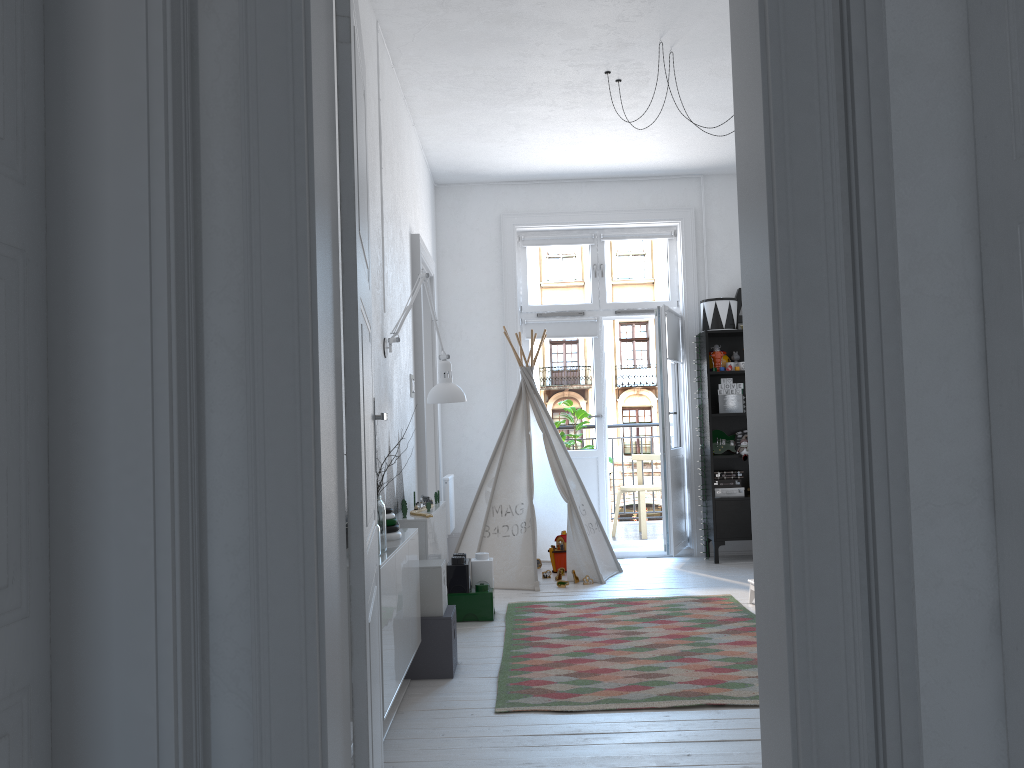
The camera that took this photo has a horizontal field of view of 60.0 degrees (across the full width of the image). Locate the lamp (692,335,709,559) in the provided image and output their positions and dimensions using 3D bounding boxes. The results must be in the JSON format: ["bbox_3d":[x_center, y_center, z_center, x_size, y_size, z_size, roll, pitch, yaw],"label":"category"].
[{"bbox_3d":[1.857,0.444,6.608,0.985,1.683,0.095,-2,-2,-2],"label":"lamp"}]

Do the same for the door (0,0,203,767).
[{"bbox_3d":[-0.659,0.005,0.986,0.261,2.176,0.981,-2,-2,0],"label":"door"}]

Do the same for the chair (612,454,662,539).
[{"bbox_3d":[1.168,0.988,7.914,0.498,0.715,0.436,1,-4,-45],"label":"chair"}]

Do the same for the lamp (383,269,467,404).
[{"bbox_3d":[-0.465,-0.232,4.298,0.200,0.655,0.651,-3,-3,34],"label":"lamp"}]

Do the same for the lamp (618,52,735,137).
[{"bbox_3d":[0.934,-0.962,4.282,0.074,1.529,1.382,-1,-3,-25],"label":"lamp"}]

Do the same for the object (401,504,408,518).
[{"bbox_3d":[-0.487,0.576,4.023,0.029,0.063,0.007,0,-3,-37],"label":"object"}]

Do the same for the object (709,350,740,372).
[{"bbox_3d":[1.547,-0.182,6.573,0.197,0.197,0.318,-2,-3,-3],"label":"object"}]

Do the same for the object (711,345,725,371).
[{"bbox_3d":[1.513,-0.189,6.503,0.105,0.203,0.072,-2,-2,8],"label":"object"}]

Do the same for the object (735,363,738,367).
[{"bbox_3d":[1.656,-0.123,6.543,0.067,0.067,0.067,-1,-3,-25],"label":"object"}]

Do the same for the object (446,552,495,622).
[{"bbox_3d":[-0.222,1.094,4.813,0.246,0.331,0.247,-2,-3,0],"label":"object"}]

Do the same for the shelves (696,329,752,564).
[{"bbox_3d":[1.882,0.443,6.544,0.911,1.677,0.353,-2,-2,0],"label":"shelves"}]

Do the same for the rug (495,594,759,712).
[{"bbox_3d":[0.609,1.199,4.163,1.320,0.016,2.029,-2,-3,1],"label":"rug"}]

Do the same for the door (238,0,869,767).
[{"bbox_3d":[0.054,0.032,1.993,1.022,2.176,1.041,-2,-2,0],"label":"door"}]

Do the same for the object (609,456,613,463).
[{"bbox_3d":[0.561,0.753,7.956,0.720,1.224,0.489,-2,-2,11],"label":"object"}]

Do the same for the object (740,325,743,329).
[{"bbox_3d":[1.767,-0.443,6.537,0.121,0.100,0.338,-4,-3,35],"label":"object"}]

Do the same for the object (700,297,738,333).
[{"bbox_3d":[1.572,-0.510,6.650,0.272,0.259,0.395,-3,-3,29],"label":"object"}]

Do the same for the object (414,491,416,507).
[{"bbox_3d":[-0.503,0.595,4.578,0.009,0.080,0.037,-2,-2,-6],"label":"object"}]

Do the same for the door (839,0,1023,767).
[{"bbox_3d":[0.717,-0.034,1.097,0.261,2.176,0.981,-2,-2,0],"label":"door"}]

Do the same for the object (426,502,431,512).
[{"bbox_3d":[-0.404,0.595,4.296,0.006,0.046,0.037,-3,-3,27],"label":"object"}]

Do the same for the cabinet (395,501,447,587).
[{"bbox_3d":[-0.456,0.854,4.419,0.183,0.454,0.970,-2,-3,0],"label":"cabinet"}]

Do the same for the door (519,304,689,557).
[{"bbox_3d":[0.706,0.349,6.669,1.264,1.838,0.637,-2,-2,2],"label":"door"}]

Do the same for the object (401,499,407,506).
[{"bbox_3d":[-0.525,0.591,4.316,0.029,0.063,0.007,0,-3,-37],"label":"object"}]

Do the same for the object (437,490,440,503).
[{"bbox_3d":[-0.399,0.611,4.815,0.009,0.066,0.054,-1,-3,-9],"label":"object"}]

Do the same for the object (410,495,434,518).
[{"bbox_3d":[-0.450,0.604,4.448,0.111,0.047,0.902,-2,-3,-5],"label":"object"}]

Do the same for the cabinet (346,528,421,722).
[{"bbox_3d":[-0.468,0.788,3.095,0.183,0.454,0.970,-2,-3,0],"label":"cabinet"}]

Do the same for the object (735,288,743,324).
[{"bbox_3d":[1.763,-0.555,6.725,0.343,0.344,0.057,-2,-2,0],"label":"object"}]

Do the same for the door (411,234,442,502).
[{"bbox_3d":[-0.692,0.248,5.851,0.505,2.176,1.466,-1,-3,-15],"label":"door"}]

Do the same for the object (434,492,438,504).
[{"bbox_3d":[-0.406,0.609,4.747,0.007,0.063,0.029,-3,-3,28],"label":"object"}]

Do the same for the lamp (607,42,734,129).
[{"bbox_3d":[0.861,-0.965,4.163,0.074,1.529,1.382,-1,-3,-25],"label":"lamp"}]

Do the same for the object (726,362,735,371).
[{"bbox_3d":[1.602,-0.123,6.499,0.067,0.067,0.067,-2,-3,1],"label":"object"}]

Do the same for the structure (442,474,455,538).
[{"bbox_3d":[-0.453,0.892,6.442,0.075,0.460,0.636,-2,-3,-3],"label":"structure"}]

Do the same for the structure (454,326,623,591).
[{"bbox_3d":[0.123,0.452,6.138,1.143,1.749,1.144,-1,-3,-24],"label":"structure"}]
